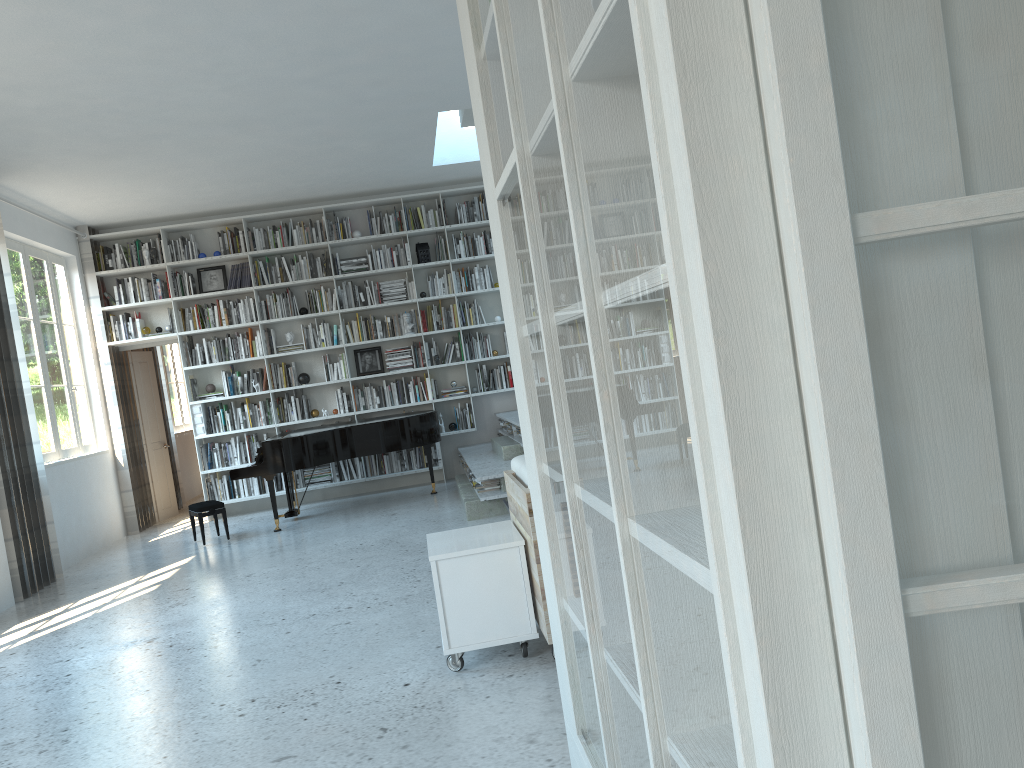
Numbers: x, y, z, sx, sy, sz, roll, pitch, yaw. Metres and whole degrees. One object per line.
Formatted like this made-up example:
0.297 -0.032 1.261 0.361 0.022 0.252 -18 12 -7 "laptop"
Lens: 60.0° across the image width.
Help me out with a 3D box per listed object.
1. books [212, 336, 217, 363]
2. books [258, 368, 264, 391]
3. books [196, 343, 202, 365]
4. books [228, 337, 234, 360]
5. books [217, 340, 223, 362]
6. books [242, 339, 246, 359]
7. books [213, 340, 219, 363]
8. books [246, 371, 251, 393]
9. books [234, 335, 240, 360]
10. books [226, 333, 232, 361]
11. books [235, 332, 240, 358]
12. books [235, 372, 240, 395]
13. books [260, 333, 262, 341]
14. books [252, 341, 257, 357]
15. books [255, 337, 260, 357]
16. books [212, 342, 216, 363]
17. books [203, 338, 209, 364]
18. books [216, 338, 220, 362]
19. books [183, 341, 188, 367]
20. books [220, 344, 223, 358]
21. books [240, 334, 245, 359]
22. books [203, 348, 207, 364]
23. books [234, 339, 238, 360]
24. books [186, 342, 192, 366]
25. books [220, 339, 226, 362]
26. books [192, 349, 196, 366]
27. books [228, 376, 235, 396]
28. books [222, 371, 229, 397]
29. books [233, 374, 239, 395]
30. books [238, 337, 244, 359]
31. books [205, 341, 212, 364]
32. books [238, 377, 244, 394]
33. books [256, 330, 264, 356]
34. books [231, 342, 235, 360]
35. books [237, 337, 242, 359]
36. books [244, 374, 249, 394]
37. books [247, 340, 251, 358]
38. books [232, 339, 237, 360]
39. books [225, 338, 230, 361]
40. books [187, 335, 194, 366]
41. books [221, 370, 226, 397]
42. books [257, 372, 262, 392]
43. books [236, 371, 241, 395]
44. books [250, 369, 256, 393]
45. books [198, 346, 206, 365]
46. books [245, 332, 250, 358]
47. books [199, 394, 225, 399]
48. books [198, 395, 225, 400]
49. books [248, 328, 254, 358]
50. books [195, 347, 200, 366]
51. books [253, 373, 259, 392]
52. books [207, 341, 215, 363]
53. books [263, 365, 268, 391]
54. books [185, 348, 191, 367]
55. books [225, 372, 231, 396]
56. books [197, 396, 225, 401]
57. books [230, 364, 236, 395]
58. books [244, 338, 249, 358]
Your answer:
-3.170 -0.366 9.502 0.011 0.293 0.183 -9 2 -6 "books"
-2.695 -0.046 9.569 0.021 0.251 0.154 -9 2 -6 "books"
-3.326 -0.312 9.480 0.022 0.236 0.177 -9 2 -6 "books"
-3.007 -0.372 9.533 0.021 0.256 0.156 -9 2 -6 "books"
-3.117 -0.345 9.502 0.024 0.237 0.166 -9 2 -6 "books"
-2.867 -0.374 9.547 0.012 0.217 0.160 -9 2 -6 "books"
-3.150 -0.345 9.497 0.021 0.247 0.189 -9 2 -6 "books"
-2.827 -0.021 9.564 0.013 0.242 0.141 -9 2 -6 "books"
-2.945 -0.390 9.533 0.012 0.272 0.145 -9 2 -6 "books"
-3.025 -0.391 9.520 0.013 0.300 0.151 -9 2 -6 "books"
-2.938 -0.407 9.549 0.011 0.304 0.129 -9 2 -6 "books"
-2.940 -0.007 9.549 0.022 0.249 0.129 -9 2 -6 "books"
-2.678 -0.424 9.572 0.036 0.258 0.123 -9 2 -6 "books"
-2.761 -0.373 9.557 0.030 0.183 0.151 -9 2 -6 "books"
-2.734 -0.397 9.560 0.031 0.223 0.144 -9 2 -6 "books"
-3.178 -0.332 9.504 0.014 0.230 0.148 -9 2 -6 "books"
-3.260 -0.346 9.498 0.023 0.281 0.174 -9 2 -6 "books"
-3.138 -0.359 9.516 0.011 0.271 0.157 -9 2 -6 "books"
-3.471 -0.315 9.483 0.012 0.285 0.159 -9 2 -6 "books"
-3.101 -0.332 9.531 0.010 0.204 0.139 -9 2 -6 "books"
-2.882 -0.400 9.531 0.015 0.275 0.157 -9 2 -6 "books"
-3.278 -0.296 9.520 0.021 0.188 0.129 -9 2 -6 "books"
-2.954 -0.366 9.537 0.013 0.228 0.151 -9 2 -6 "books"
-3.425 -0.312 9.463 0.027 0.266 0.176 -9 2 -6 "books"
-3.085 -0.353 9.514 0.023 0.242 0.184 -9 2 -6 "books"
-3.377 -0.277 9.473 0.037 0.182 0.189 -9 2 -6 "books"
-2.999 0.023 9.510 0.029 0.208 0.189 -9 2 -6 "books"
-3.063 0.000 9.524 0.024 0.273 0.150 -9 2 -6 "books"
-2.965 0.005 9.553 0.030 0.231 0.148 -9 2 -6 "books"
-2.904 -0.381 9.558 0.028 0.242 0.131 -9 2 -6 "books"
-3.240 -0.331 9.493 0.011 0.246 0.176 -9 2 -6 "books"
-2.896 0.017 9.523 0.029 0.190 0.189 -9 2 -6 "books"
-2.711 -0.433 9.567 0.027 0.286 0.148 -9 2 -6 "books"
-2.982 -0.350 9.536 0.021 0.205 0.130 -9 2 -6 "books"
-2.923 -0.383 9.546 0.011 0.252 0.139 -9 2 -6 "books"
-2.859 -0.002 9.561 0.056 0.214 0.142 -9 2 -6 "books"
-2.818 -0.374 9.547 0.013 0.203 0.161 -9 2 -6 "books"
-2.966 -0.364 9.524 0.013 0.229 0.177 -9 2 -6 "books"
-3.054 -0.365 9.535 0.048 0.256 0.141 -9 2 -6 "books"
-3.411 -0.349 9.461 0.012 0.334 0.184 -9 2 -6 "books"
-3.081 -0.003 9.523 0.012 0.285 0.159 -9 2 -6 "books"
-2.715 -0.022 9.565 0.027 0.210 0.143 -9 2 -6 "books"
-2.921 -0.010 9.533 0.011 0.250 0.172 -9 2 -6 "books"
-2.791 -0.033 9.553 0.060 0.255 0.158 -9 2 -6 "books"
-3.298 -0.300 9.473 0.028 0.204 0.188 -9 2 -6 "books"
-2.840 -0.417 9.558 0.015 0.293 0.143 -9 2 -6 "books"
-3.218 0.131 9.514 0.254 0.012 0.161 -9 1 -9 "books"
-3.217 0.143 9.519 0.254 0.012 0.161 -9 1 -5 "books"
-2.803 -0.438 9.548 0.035 0.326 0.170 -9 2 -6 "books"
-3.357 -0.294 9.493 0.042 0.209 0.143 -9 2 -6 "books"
-2.742 -0.016 9.552 0.030 0.208 0.172 -9 2 -6 "books"
-3.213 -0.334 9.520 0.049 0.243 0.139 -9 2 -6 "books"
-2.642 -0.066 9.535 0.082 0.276 0.228 -9 2 -6 "books"
-3.446 -0.281 9.478 0.026 0.209 0.155 -9 2 -6 "books"
-3.035 0.004 9.535 0.031 0.255 0.143 -9 2 -6 "books"
-3.215 0.155 9.515 0.285 0.012 0.159 -9 1 -3 "books"
-2.992 -0.043 9.543 0.011 0.336 0.153 -9 2 -6 "books"
-2.851 -0.378 9.553 0.021 0.221 0.148 -9 2 -6 "books"
